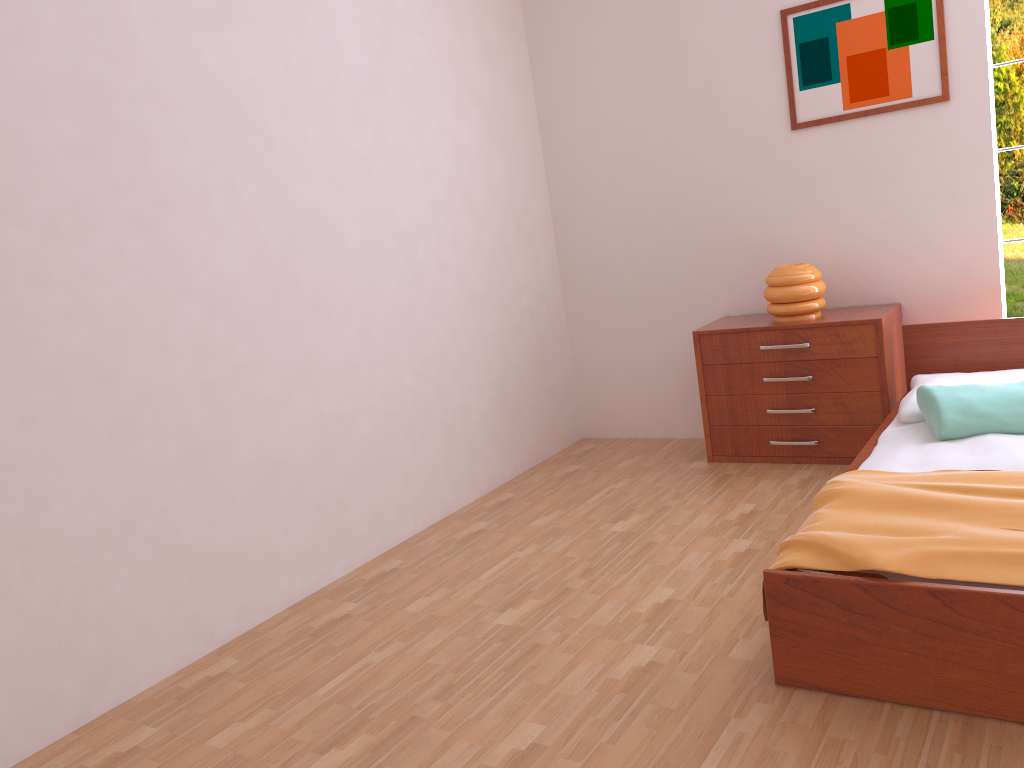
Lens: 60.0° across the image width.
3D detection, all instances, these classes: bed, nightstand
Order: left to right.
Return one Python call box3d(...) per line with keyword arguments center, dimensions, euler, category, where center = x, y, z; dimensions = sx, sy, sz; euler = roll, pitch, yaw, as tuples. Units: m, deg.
box3d(center=(1.307, 0.010, 4.013), dimensions=(0.815, 0.626, 0.428), euler=(-2, 12, 34), category="nightstand")
box3d(center=(1.792, 0.220, 2.506), dimensions=(1.632, 0.560, 1.990), euler=(-2, 12, 34), category="bed")

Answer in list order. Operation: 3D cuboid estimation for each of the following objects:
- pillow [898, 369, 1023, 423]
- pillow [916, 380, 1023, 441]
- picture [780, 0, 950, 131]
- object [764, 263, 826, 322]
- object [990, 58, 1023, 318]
box3d(center=(1.797, 0.045, 3.251), dimensions=(0.682, 0.157, 0.574), euler=(-4, 11, 28), category="pillow")
box3d(center=(1.605, 0.083, 2.961), dimensions=(0.425, 0.164, 0.334), euler=(-7, 10, 11), category="pillow")
box3d(center=(1.491, -1.404, 3.774), dimensions=(0.645, 0.517, 0.030), euler=(-2, 12, 34), category="picture")
box3d(center=(1.253, -0.407, 3.932), dimensions=(0.264, 0.244, 0.264), euler=(-16, 12, -38), category="object")
box3d(center=(2.872, -1.171, 3.030), dimensions=(2.205, 1.815, 0.033), euler=(-2, 12, 34), category="object")
